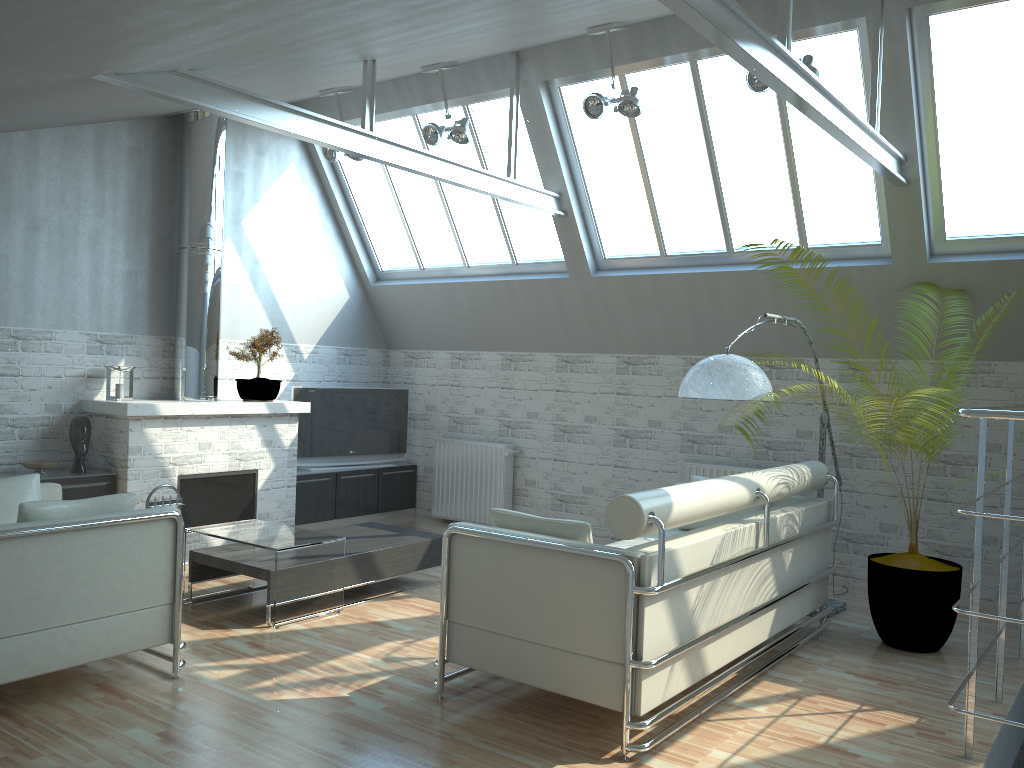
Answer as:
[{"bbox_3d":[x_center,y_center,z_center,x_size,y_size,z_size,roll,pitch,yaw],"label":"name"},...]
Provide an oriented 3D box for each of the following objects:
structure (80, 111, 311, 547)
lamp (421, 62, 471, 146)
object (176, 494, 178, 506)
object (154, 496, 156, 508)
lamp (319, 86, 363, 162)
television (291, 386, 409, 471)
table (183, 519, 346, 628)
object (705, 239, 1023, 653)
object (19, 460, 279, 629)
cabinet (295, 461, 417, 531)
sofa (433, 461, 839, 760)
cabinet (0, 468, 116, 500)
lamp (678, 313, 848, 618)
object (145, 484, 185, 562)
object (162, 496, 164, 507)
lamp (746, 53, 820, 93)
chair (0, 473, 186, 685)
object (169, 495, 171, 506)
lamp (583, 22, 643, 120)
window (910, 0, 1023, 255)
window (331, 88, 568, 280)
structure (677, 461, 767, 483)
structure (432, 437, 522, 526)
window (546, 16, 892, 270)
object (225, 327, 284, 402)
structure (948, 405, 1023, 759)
[{"bbox_3d":[-4.867,-1.029,14.077,1.309,7.180,3.302,3,1,36],"label":"structure"},{"bbox_3d":[-1.017,-4.141,13.061,0.808,1.172,0.619,3,1,40],"label":"lamp"},{"bbox_3d":[-4.863,2.035,12.854,0.155,0.873,0.026,3,1,38],"label":"object"},{"bbox_3d":[-5.024,2.054,12.534,0.146,0.916,0.131,3,1,37],"label":"object"},{"bbox_3d":[-2.795,-4.223,14.371,0.808,1.172,0.619,3,1,40],"label":"lamp"},{"bbox_3d":[-3.085,0.817,16.775,2.577,1.514,0.592,1,1,-44],"label":"television"},{"bbox_3d":[-2.981,2.217,10.637,1.726,0.867,1.015,3,1,36],"label":"table"},{"bbox_3d":[3.785,0.735,10.012,3.777,4.386,5.015,2,1,11],"label":"object"},{"bbox_3d":[-4.399,1.332,11.304,4.859,2.558,1.528,3,1,35],"label":"object"},{"bbox_3d":[-3.237,2.079,16.757,0.908,1.016,3.234,3,1,36],"label":"cabinet"},{"bbox_3d":[1.586,1.858,9.235,2.199,1.999,4.866,3,1,36],"label":"sofa"},{"bbox_3d":[-7.383,1.869,11.096,0.914,1.270,4.572,3,1,36],"label":"cabinet"},{"bbox_3d":[3.515,1.043,11.015,1.015,3.709,4.621,3,1,42],"label":"lamp"},{"bbox_3d":[-5.025,2.006,12.775,0.412,1.124,0.584,3,1,36],"label":"object"},{"bbox_3d":[-4.943,2.064,12.651,0.145,0.932,0.065,2,1,18],"label":"object"},{"bbox_3d":[3.050,-3.955,10.065,0.808,1.172,0.619,3,1,40],"label":"lamp"},{"bbox_3d":[-4.593,1.643,8.083,2.507,2.001,2.201,3,1,36],"label":"chair"},{"bbox_3d":[-4.930,2.025,12.762,0.025,0.855,0.025,2,1,-31],"label":"object"},{"bbox_3d":[1.256,-4.037,11.386,0.808,1.172,0.618,3,1,40],"label":"lamp"},{"bbox_3d":[6.969,-3.007,9.633,4.651,2.787,1.897,3,1,36],"label":"window"},{"bbox_3d":[-1.205,-3.383,15.655,4.651,2.787,1.897,3,1,36],"label":"window"},{"bbox_3d":[3.441,2.029,13.624,1.892,1.524,0.508,3,1,36],"label":"structure"},{"bbox_3d":[-0.691,1.839,16.668,1.892,1.524,0.508,3,1,36],"label":"structure"},{"bbox_3d":[2.882,-3.195,12.644,4.651,2.787,1.897,3,1,36],"label":"window"},{"bbox_3d":[-4.261,-0.346,14.666,0.572,1.265,1.115,3,1,40],"label":"object"},{"bbox_3d":[7.080,1.694,7.176,5.366,2.781,6.483,3,1,36],"label":"structure"}]
